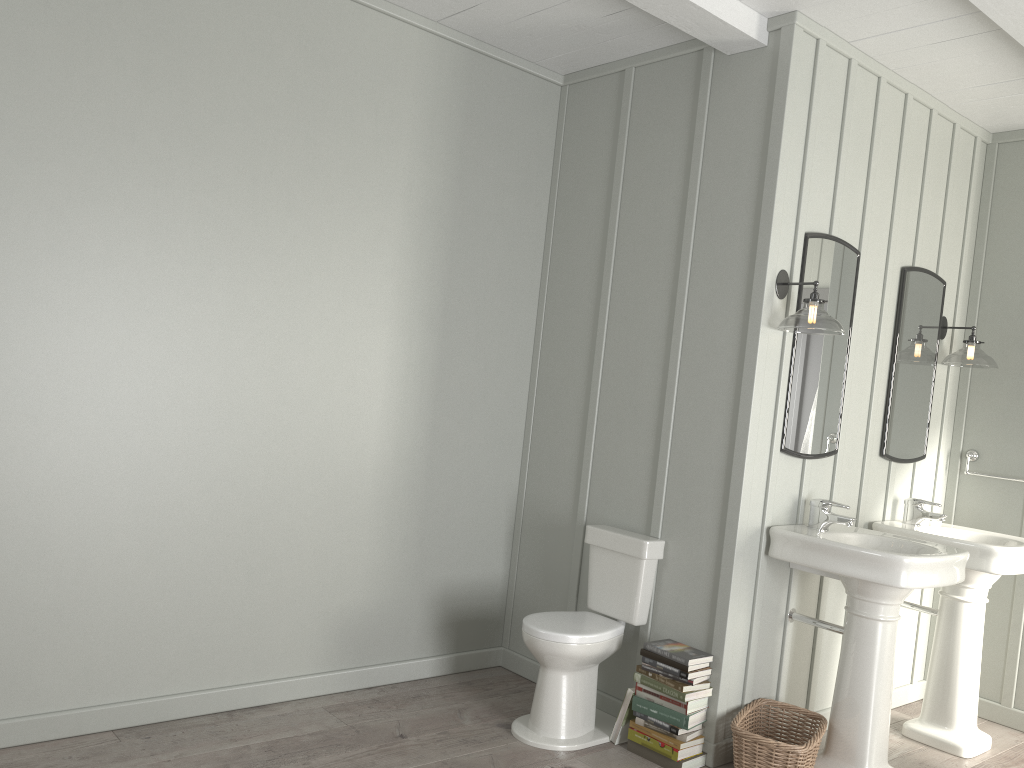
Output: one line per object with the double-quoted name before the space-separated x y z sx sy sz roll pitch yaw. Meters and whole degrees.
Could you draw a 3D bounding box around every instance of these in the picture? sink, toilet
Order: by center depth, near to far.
"sink" 1.296 0.967 3.309 0.550 1.014 0.586 5 1 -41
"toilet" 0.273 0.975 3.466 0.507 0.787 0.343 5 1 -40
"sink" 1.891 1.030 3.815 0.550 1.014 0.586 5 1 -41

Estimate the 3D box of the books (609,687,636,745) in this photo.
"books" 0.477 1.277 3.420 0.164 0.235 0.094 5 1 -40

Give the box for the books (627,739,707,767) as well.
"books" 0.578 1.377 3.307 0.158 0.049 0.247 6 0 -44

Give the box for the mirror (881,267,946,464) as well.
"mirror" 1.820 -0.079 3.993 0.410 0.884 0.015 5 2 -40

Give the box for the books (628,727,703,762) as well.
"books" 0.573 1.331 3.301 0.156 0.041 0.230 6 0 -43

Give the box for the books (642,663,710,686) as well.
"books" 0.612 1.069 3.298 0.214 0.025 0.145 6 0 39

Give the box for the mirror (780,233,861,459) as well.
"mirror" 1.221 -0.142 3.483 0.410 0.884 0.015 5 2 -40

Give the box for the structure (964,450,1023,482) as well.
"structure" 2.387 0.397 4.044 0.053 0.123 0.622 5 1 -41

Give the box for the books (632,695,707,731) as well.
"books" 0.589 1.212 3.301 0.236 0.053 0.153 6 0 39

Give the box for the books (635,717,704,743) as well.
"books" 0.590 1.275 3.303 0.214 0.025 0.144 6 0 39

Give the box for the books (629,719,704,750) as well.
"books" 0.578 1.298 3.302 0.143 0.024 0.240 6 0 -41

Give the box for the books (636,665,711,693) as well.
"books" 0.600 1.092 3.297 0.144 0.024 0.240 6 0 -35

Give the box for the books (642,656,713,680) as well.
"books" 0.612 1.045 3.284 0.144 0.024 0.214 6 0 -41

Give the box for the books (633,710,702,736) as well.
"books" 0.581 1.250 3.299 0.145 0.024 0.214 6 0 -41

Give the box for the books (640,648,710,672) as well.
"books" 0.607 1.019 3.292 0.144 0.024 0.214 6 0 -44

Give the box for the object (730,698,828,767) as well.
"object" 0.966 1.333 3.221 0.301 0.220 0.451 6 0 31

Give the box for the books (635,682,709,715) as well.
"books" 0.599 1.161 3.303 0.231 0.052 0.150 6 0 44

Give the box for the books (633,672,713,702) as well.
"books" 0.599 1.119 3.296 0.164 0.032 0.243 6 0 -41

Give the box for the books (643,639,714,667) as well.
"books" 0.617 0.996 3.282 0.145 0.024 0.214 6 0 -39
